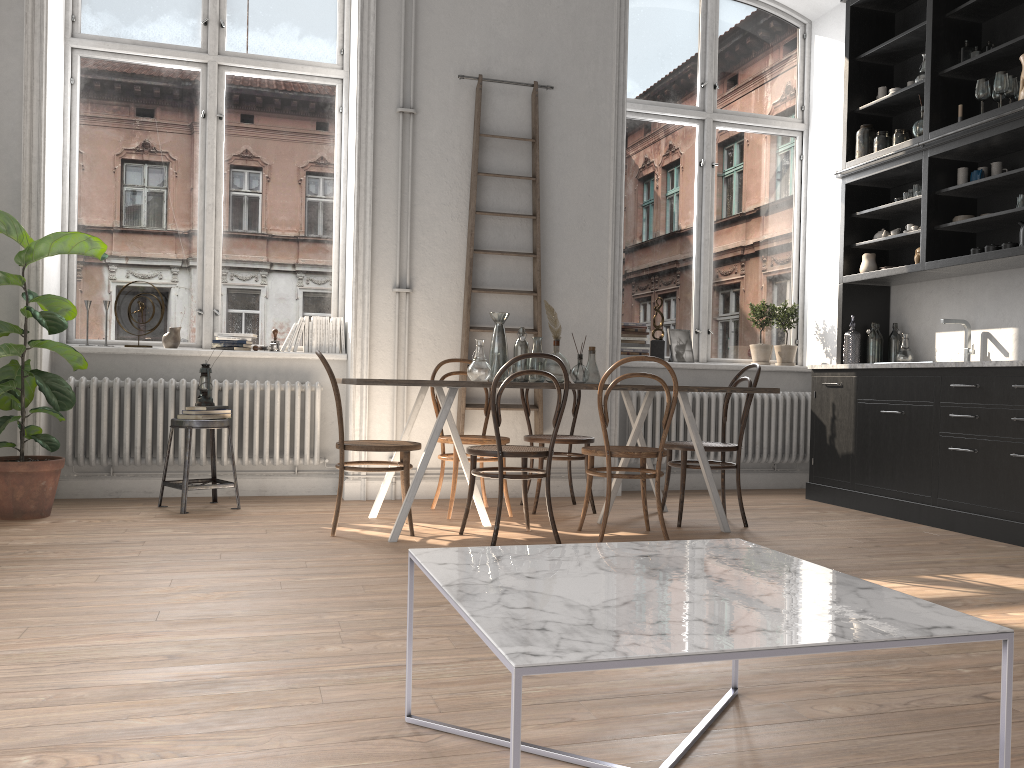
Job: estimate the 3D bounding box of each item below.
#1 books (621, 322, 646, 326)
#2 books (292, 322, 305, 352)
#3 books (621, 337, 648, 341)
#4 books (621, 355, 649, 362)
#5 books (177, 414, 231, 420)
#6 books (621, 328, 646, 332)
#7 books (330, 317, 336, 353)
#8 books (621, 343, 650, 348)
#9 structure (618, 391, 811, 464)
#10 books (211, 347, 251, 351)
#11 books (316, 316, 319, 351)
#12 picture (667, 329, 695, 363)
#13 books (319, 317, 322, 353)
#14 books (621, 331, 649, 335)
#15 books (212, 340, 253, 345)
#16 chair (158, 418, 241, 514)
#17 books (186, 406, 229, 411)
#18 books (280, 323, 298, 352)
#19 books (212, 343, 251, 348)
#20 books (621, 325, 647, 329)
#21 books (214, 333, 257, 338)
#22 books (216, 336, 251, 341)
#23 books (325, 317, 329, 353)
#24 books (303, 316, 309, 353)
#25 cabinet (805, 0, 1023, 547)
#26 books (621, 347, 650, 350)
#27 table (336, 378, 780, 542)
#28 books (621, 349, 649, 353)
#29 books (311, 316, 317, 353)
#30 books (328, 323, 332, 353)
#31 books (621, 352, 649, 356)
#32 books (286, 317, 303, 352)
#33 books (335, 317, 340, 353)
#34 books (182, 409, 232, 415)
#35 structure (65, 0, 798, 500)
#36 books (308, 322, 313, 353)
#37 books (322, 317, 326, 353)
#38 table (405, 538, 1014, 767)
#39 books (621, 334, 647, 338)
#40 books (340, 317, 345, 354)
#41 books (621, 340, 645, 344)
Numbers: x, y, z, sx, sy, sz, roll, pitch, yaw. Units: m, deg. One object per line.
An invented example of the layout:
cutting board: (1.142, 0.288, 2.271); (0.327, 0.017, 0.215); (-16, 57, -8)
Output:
books: (0.870, -0.441, 6.599); (0.201, 0.024, 0.159); (1, 0, -26)
books: (-1.427, -0.311, 5.931); (0.072, 0.203, 0.155); (1, 0, -16)
books: (0.878, -0.334, 6.598); (0.222, 0.024, 0.158); (1, 0, -16)
books: (0.861, -0.190, 6.578); (0.248, 0.043, 0.192); (1, 0, -16)
books: (-1.815, 0.190, 5.236); (0.194, 0.034, 0.246); (1, 0, 24)
books: (0.864, -0.398, 6.588); (0.231, 0.023, 0.162); (1, 0, -1)
books: (-1.215, -0.326, 6.014); (0.024, 0.243, 0.175); (1, 0, -16)
books: (0.869, -0.286, 6.595); (0.245, 0.028, 0.193); (1, 0, -21)
structure: (1.534, 0.319, 6.632); (1.577, 0.552, 0.194); (1, 1, -16)
books: (-1.836, -0.229, 5.800); (0.221, 0.023, 0.147); (1, 0, 32)
books: (-1.313, -0.328, 5.962); (0.019, 0.244, 0.174); (1, 0, -16)
picture: (1.262, -0.284, 6.754); (0.221, 0.264, 0.149); (1, 1, -33)
books: (-1.299, -0.328, 5.985); (0.019, 0.244, 0.174); (1, 0, -16)
books: (0.872, -0.376, 6.590); (0.244, 0.019, 0.174); (1, 0, -16)
books: (-1.826, -0.273, 5.798); (0.221, 0.023, 0.147); (1, 0, 0)
chair: (-1.828, 0.465, 5.203); (0.364, 0.523, 0.360); (1, 1, -43)
books: (-1.802, 0.142, 5.243); (0.147, 0.027, 0.221); (1, 0, 16)
books: (-1.489, -0.309, 5.916); (0.105, 0.194, 0.155); (1, 0, -17)
books: (-1.829, -0.251, 5.798); (0.205, 0.022, 0.155); (1, 0, 4)
books: (0.878, -0.419, 6.591); (0.205, 0.020, 0.155); (1, 0, -16)
books: (-1.806, -0.319, 5.811); (0.244, 0.019, 0.174); (1, 0, -6)
books: (-1.820, -0.294, 5.787); (0.205, 0.020, 0.155); (1, 0, -26)
books: (-1.253, -0.327, 5.980); (0.019, 0.244, 0.174); (1, 0, -16)
books: (-1.386, -0.330, 5.964); (0.024, 0.243, 0.175); (1, 0, -16)
cabinet: (2.856, -0.957, 4.790); (0.635, 3.583, 3.250); (1, 0, -16)
books: (0.870, -0.264, 6.594); (0.255, 0.014, 0.192); (1, 0, -13)
table: (0.186, 0.383, 4.868); (2.200, 0.780, 1.100); (1, 0, -16)
books: (0.864, -0.246, 6.577); (0.249, 0.023, 0.175); (1, 0, -16)
books: (-1.331, -0.328, 5.948); (0.024, 0.243, 0.175); (1, 0, -16)
books: (-1.232, -0.307, 5.988); (0.020, 0.205, 0.155); (1, 0, -16)
books: (0.864, -0.222, 6.577); (0.249, 0.023, 0.175); (1, 0, -21)
books: (-1.450, -0.328, 5.922); (0.100, 0.235, 0.174); (1, 0, -16)
books: (-1.186, -0.325, 6.002); (0.024, 0.243, 0.175); (1, 0, -16)
books: (-1.804, 0.165, 5.242); (0.162, 0.029, 0.232); (1, 0, 44)
structure: (-0.174, -1.473, 6.024); (5.182, 4.474, 0.340); (1, 1, -16)
books: (-1.356, -0.310, 5.952); (0.020, 0.205, 0.155); (1, 0, -16)
books: (-1.279, -0.327, 5.995); (0.024, 0.243, 0.175); (1, 0, -16)
table: (0.287, 0.583, 1.733); (0.849, 0.392, 0.849); (1, 0, -16)
books: (0.876, -0.355, 6.591); (0.205, 0.022, 0.155); (1, 0, -21)
books: (-1.155, -0.325, 6.009); (0.040, 0.244, 0.174); (1, 0, -16)
books: (0.875, -0.310, 6.592); (0.205, 0.022, 0.155); (1, 0, -2)
